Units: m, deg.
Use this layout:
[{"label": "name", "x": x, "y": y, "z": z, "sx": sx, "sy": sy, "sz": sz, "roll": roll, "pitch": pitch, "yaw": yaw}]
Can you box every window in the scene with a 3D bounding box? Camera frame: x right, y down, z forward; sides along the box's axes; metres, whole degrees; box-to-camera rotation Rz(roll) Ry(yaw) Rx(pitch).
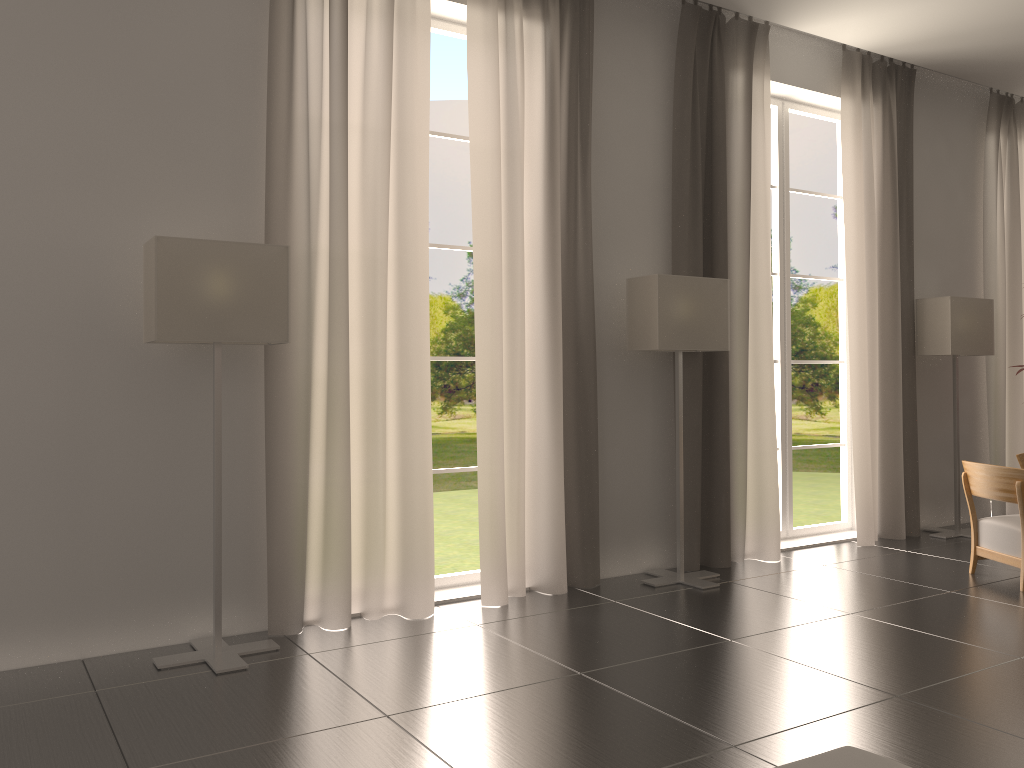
[{"label": "window", "x": 3.530, "y": -0.859, "z": 11.589, "sx": 2.643, "sy": 5.752, "sz": 0.110, "roll": 0, "pitch": -1, "yaw": -32}, {"label": "window", "x": 17.592, "y": -3.499, "z": 7.237, "sx": 48.623, "sy": 20.587, "sz": 99.106, "roll": 0, "pitch": 0, "yaw": -32}, {"label": "window", "x": -0.969, "y": -0.821, "z": 8.812, "sx": 2.643, "sy": 5.752, "sz": 0.110, "roll": 0, "pitch": -1, "yaw": -32}]

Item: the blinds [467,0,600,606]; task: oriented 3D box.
[{"label": "blinds", "x": 0.235, "y": -1.138, "z": 8.844, "sx": 1.550, "sy": 6.434, "sz": 0.417, "roll": 0, "pitch": -1, "yaw": -35}]

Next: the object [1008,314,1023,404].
[{"label": "object", "x": 7.385, "y": 0.332, "z": 11.637, "sx": 1.489, "sy": 3.398, "sz": 1.770, "roll": -1, "pitch": -1, "yaw": 43}]

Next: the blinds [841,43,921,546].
[{"label": "blinds", "x": 4.865, "y": -1.176, "z": 11.701, "sx": 1.550, "sy": 6.434, "sz": 0.417, "roll": 0, "pitch": -1, "yaw": -35}]

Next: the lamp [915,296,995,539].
[{"label": "lamp", "x": 6.004, "y": 0.442, "z": 11.984, "sx": 1.000, "sy": 3.179, "sz": 0.908, "roll": 0, "pitch": -1, "yaw": -32}]

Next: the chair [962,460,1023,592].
[{"label": "chair", "x": 5.441, "y": 1.434, "z": 9.239, "sx": 1.151, "sy": 1.227, "sz": 1.451, "roll": 0, "pitch": 0, "yaw": -7}]

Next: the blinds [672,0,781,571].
[{"label": "blinds", "x": 2.454, "y": -1.156, "z": 10.215, "sx": 1.549, "sy": 6.434, "sz": 0.414, "roll": 0, "pitch": -1, "yaw": -28}]

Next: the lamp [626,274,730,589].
[{"label": "lamp", "x": 1.768, "y": 0.477, "z": 9.370, "sx": 1.000, "sy": 3.179, "sz": 0.908, "roll": 0, "pitch": -1, "yaw": -32}]

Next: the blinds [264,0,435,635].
[{"label": "blinds", "x": -1.409, "y": -1.124, "z": 7.831, "sx": 1.549, "sy": 6.434, "sz": 0.414, "roll": 0, "pitch": -1, "yaw": -28}]

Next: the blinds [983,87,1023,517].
[{"label": "blinds", "x": 7.617, "y": -1.199, "z": 13.401, "sx": 1.549, "sy": 6.434, "sz": 0.414, "roll": 0, "pitch": -1, "yaw": -28}]

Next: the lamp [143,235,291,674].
[{"label": "lamp", "x": -2.283, "y": 0.510, "z": 6.870, "sx": 1.000, "sy": 3.179, "sz": 0.908, "roll": 0, "pitch": -1, "yaw": -32}]

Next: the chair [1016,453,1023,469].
[{"label": "chair", "x": 6.743, "y": 1.423, "z": 10.270, "sx": 1.452, "sy": 1.227, "sz": 1.150, "roll": 0, "pitch": 0, "yaw": 3}]
